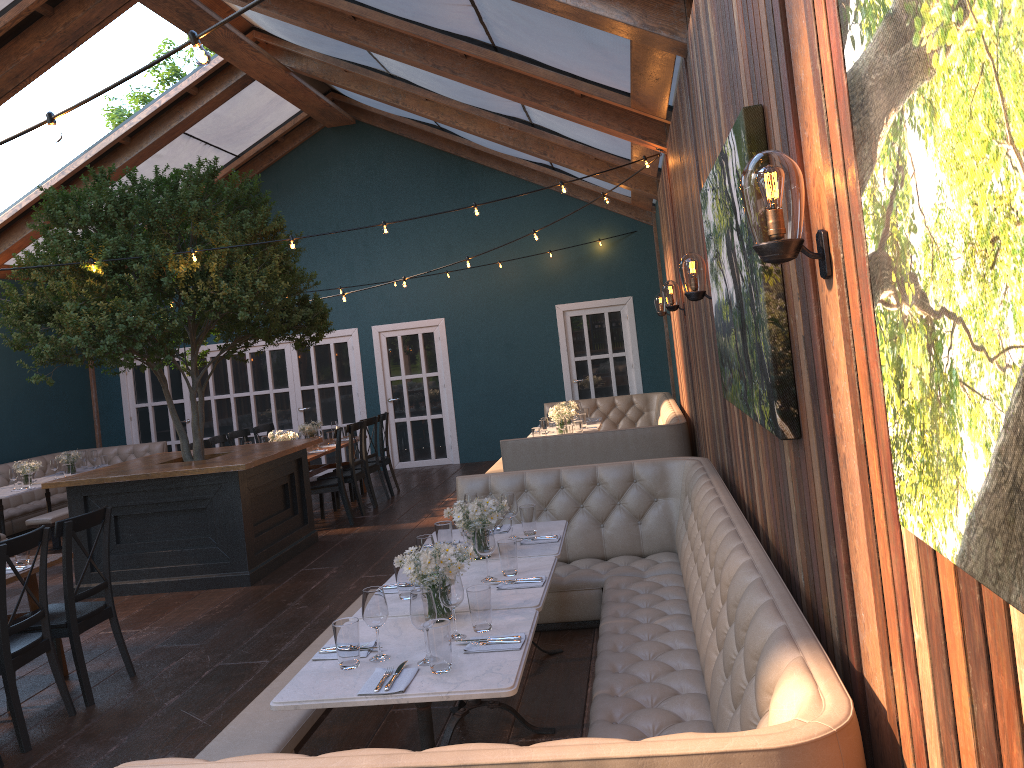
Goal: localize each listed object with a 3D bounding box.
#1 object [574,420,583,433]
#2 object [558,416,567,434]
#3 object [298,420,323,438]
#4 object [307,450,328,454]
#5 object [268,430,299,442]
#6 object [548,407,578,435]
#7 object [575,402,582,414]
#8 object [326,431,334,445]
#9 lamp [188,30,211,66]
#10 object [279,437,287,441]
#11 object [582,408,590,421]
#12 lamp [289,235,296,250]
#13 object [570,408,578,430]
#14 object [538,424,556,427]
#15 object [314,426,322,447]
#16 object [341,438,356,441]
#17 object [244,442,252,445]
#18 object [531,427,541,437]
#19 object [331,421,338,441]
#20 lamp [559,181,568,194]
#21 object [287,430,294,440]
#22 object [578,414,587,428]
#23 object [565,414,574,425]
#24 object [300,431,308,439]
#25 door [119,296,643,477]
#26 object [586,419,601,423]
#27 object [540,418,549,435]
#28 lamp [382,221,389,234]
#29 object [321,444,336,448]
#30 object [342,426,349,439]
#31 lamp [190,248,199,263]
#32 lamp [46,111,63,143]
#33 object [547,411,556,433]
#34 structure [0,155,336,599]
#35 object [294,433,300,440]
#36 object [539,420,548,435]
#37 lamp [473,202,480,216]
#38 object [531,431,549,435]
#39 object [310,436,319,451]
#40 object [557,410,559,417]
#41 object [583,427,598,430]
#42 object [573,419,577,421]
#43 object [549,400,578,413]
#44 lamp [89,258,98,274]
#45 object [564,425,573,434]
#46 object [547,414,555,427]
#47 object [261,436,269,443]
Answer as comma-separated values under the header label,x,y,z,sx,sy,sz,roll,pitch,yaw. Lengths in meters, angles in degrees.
label,x,y,z,sx,sy,sz,roll,pitch,yaw
object,0.702,0.467,9.296,0.092,0.158,0.091,-6,0,-6
object,0.522,0.456,9.023,0.092,0.245,0.092,-6,-1,-34
object,-2.492,0.607,10.951,0.329,0.310,0.336,-6,1,6
object,-2.231,0.766,10.060,0.255,0.019,0.158,-6,3,8
object,-2.565,0.663,9.919,0.328,0.310,0.337,-6,1,23
object,0.536,0.394,9.631,0.330,0.310,0.335,-7,1,-40
object,0.811,0.343,10.782,0.092,0.245,0.092,-6,-1,-40
object,-2.202,0.660,10.756,0.091,0.158,0.092,-6,0,34
lamp,-1.051,-1.131,2.983,0.063,0.119,0.056,-6,0,1
object,-2.465,0.701,9.573,0.092,0.245,0.092,-6,-1,-34
object,0.911,0.373,10.833,0.092,0.158,0.091,-6,0,-6
lamp,-1.766,-1.136,7.107,0.060,0.119,0.056,-7,-1,32
object,0.703,0.392,9.988,0.092,0.245,0.092,-6,-1,-34
object,0.449,0.496,10.776,0.255,0.019,0.158,-6,3,8
object,-2.336,0.635,10.688,0.092,0.245,0.092,-6,-1,-40
object,-2.102,0.701,11.157,0.255,0.019,0.158,-6,3,8
object,-2.816,0.744,9.476,0.092,0.245,0.092,-6,-1,-34
object,0.253,0.527,9.058,0.092,0.158,0.091,-6,0,-6
object,-2.258,0.599,11.285,0.092,0.245,0.092,-6,-1,-40
lamp,0.432,-1.655,7.438,0.064,0.118,0.056,-6,-1,17
object,-2.649,0.673,10.604,0.092,0.245,0.092,-6,-1,-40
object,0.803,0.421,10.040,0.092,0.158,0.091,-6,0,-6
object,0.602,0.437,9.244,0.092,0.245,0.092,-6,-1,-34
object,-2.385,0.665,10.164,0.092,0.245,0.092,-6,-1,-34
door,-2.125,0.223,13.587,8.163,2.213,0.174,-6,-1,8
object,0.945,0.447,10.668,0.255,0.019,0.158,-6,3,8
object,0.344,0.472,9.112,0.092,0.245,0.092,-6,-1,-34
lamp,-1.031,-1.278,7.219,0.056,0.117,0.068,-6,0,5
object,-2.185,0.737,10.567,0.255,0.019,0.158,-6,3,8
object,-2.135,0.626,11.336,0.091,0.158,0.092,-6,0,34
lamp,-2.513,-1.018,6.995,0.060,0.119,0.056,-6,-1,-7
lamp,-1.711,-0.959,3.300,0.056,0.121,0.056,-7,-1,29
object,0.448,0.424,9.901,0.092,0.245,0.092,-6,-1,-34
structure,-2.958,-0.176,8.029,2.709,3.700,2.856,-6,0,17
object,-2.711,0.699,11.126,0.091,0.158,0.092,-6,0,34
object,0.357,0.479,9.848,0.092,0.158,0.091,-6,0,-6
lamp,-0.295,-1.451,7.347,0.056,0.121,0.056,-6,-1,-10
object,0.338,0.544,10.010,0.255,0.019,0.158,-6,3,8
object,-2.281,0.693,10.236,0.091,0.158,0.092,-6,0,44
object,0.559,0.376,10.667,0.092,0.245,0.092,-6,-1,-40
object,0.838,0.495,9.874,0.255,0.019,0.158,-6,3,8
object,0.728,0.454,11.025,0.157,0.019,0.255,-6,3,8
object,0.633,0.345,10.458,0.337,0.310,0.328,-7,1,-27
lamp,-3.260,-0.919,6.889,0.056,0.121,0.056,-7,-1,33
object,0.579,0.498,8.926,0.092,0.158,0.091,-6,0,-6
object,0.469,0.432,10.613,0.092,0.158,0.091,-6,0,-6
object,-2.796,0.715,10.048,0.092,0.245,0.092,-6,-1,-34
